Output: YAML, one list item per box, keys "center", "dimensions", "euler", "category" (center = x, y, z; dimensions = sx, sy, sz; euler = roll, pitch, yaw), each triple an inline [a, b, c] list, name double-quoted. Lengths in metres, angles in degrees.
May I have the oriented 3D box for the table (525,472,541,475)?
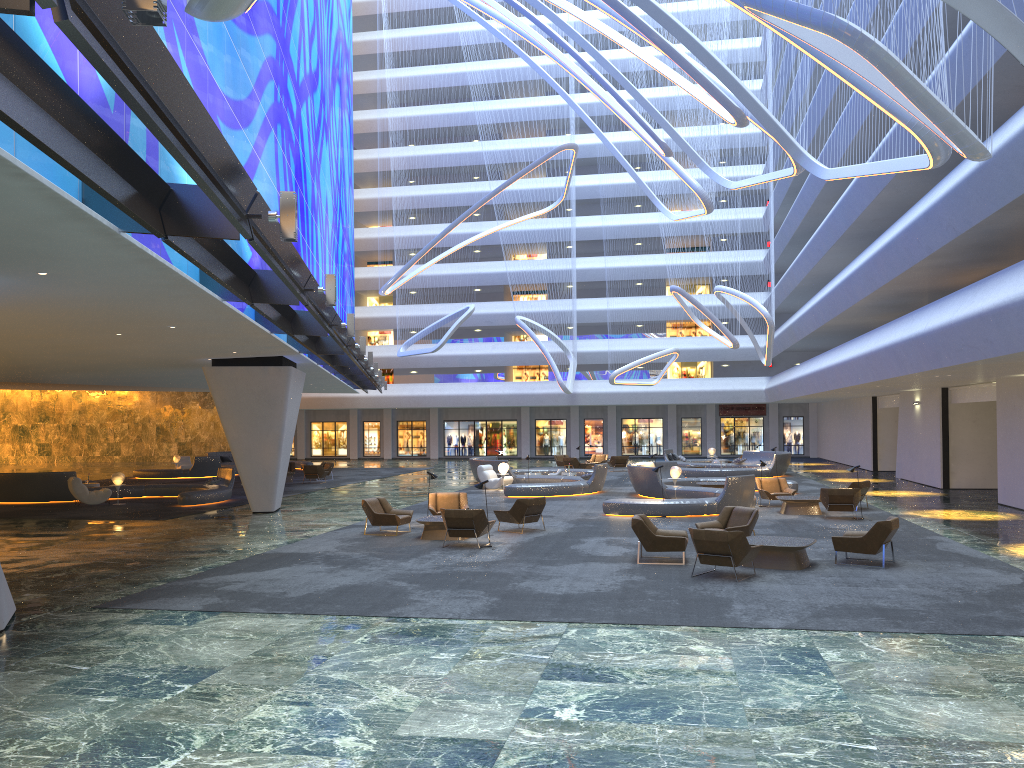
- center: [0.835, 3.733, 35.337]
  dimensions: [0.673, 0.406, 0.671]
  euler: [-2, -2, 30]
  category: "table"

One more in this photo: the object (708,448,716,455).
- center: [10.421, 3.515, 46.168]
  dimensions: [0.367, 0.387, 0.318]
  euler: [0, -1, -7]
  category: "object"

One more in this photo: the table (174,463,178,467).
- center: [-16.529, 4.166, 43.561]
  dimensions: [0.418, 0.595, 0.428]
  euler: [-1, -1, 10]
  category: "table"

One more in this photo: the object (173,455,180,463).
- center: [-16.488, 3.676, 43.588]
  dimensions: [0.367, 0.387, 0.318]
  euler: [-1, -1, 18]
  category: "object"

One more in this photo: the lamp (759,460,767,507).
- center: [6.907, 2.741, 24.452]
  dimensions: [0.202, 1.300, 0.384]
  euler: [-1, -1, 27]
  category: "lamp"

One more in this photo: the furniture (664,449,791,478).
- center: [9.775, 3.574, 40.967]
  dimensions: [5.185, 0.969, 9.935]
  euler: [-1, -3, 7]
  category: "furniture"

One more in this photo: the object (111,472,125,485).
- center: [-12.136, 2.913, 27.311]
  dimensions: [0.318, 0.387, 0.367]
  euler: [-1, -2, 18]
  category: "object"

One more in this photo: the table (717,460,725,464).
- center: [9.463, 3.742, 40.159]
  dimensions: [0.418, 0.595, 0.428]
  euler: [-1, -1, 7]
  category: "table"

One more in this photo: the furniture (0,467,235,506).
- center: [-13.576, 3.299, 29.145]
  dimensions: [9.929, 0.969, 5.188]
  euler: [-2, -3, 27]
  category: "furniture"

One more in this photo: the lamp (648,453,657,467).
- center: [4.839, 3.020, 30.284]
  dimensions: [0.384, 1.300, 0.202]
  euler: [-1, -1, 28]
  category: "lamp"

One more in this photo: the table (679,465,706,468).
- center: [8.034, 3.838, 39.421]
  dimensions: [1.203, 0.392, 1.204]
  euler: [-1, -2, 11]
  category: "table"

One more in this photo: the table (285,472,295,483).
- center: [-9.743, 3.928, 37.198]
  dimensions: [1.203, 0.392, 1.204]
  euler: [0, -3, -25]
  category: "table"

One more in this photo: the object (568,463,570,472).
- center: [2.281, 3.343, 35.465]
  dimensions: [0.066, 0.355, 0.076]
  euler: [0, -1, -22]
  category: "object"

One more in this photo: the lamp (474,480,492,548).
- center: [-0.554, 2.496, 17.106]
  dimensions: [0.384, 1.300, 0.202]
  euler: [-1, -1, 28]
  category: "lamp"

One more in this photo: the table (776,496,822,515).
- center: [7.394, 3.108, 22.712]
  dimensions: [1.203, 0.392, 1.204]
  euler: [-1, -2, 10]
  category: "table"

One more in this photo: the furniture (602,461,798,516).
- center: [5.255, 2.986, 26.514]
  dimensions: [5.187, 0.969, 9.932]
  euler: [-2, -3, 27]
  category: "furniture"

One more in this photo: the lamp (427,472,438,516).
- center: [-1.853, 2.653, 20.360]
  dimensions: [0.202, 1.300, 0.384]
  euler: [-1, -1, 27]
  category: "lamp"

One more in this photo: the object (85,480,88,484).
- center: [-15.055, 3.463, 31.350]
  dimensions: [0.071, 0.118, 0.151]
  euler: [0, -2, -44]
  category: "object"

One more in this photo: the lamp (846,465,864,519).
- center: [8.206, 2.584, 21.198]
  dimensions: [0.384, 1.300, 0.202]
  euler: [-1, -1, 28]
  category: "lamp"

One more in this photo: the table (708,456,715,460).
- center: [10.132, 3.944, 44.884]
  dimensions: [0.418, 0.595, 0.428]
  euler: [0, -2, -36]
  category: "table"

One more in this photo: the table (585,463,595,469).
- center: [3.323, 4.040, 42.870]
  dimensions: [1.203, 0.392, 1.204]
  euler: [2, -3, -44]
  category: "table"

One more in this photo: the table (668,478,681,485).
- center: [5.047, 3.231, 27.506]
  dimensions: [0.418, 0.595, 0.428]
  euler: [-1, -1, 10]
  category: "table"

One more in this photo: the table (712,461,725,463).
- center: [10.139, 3.994, 43.483]
  dimensions: [0.671, 0.406, 0.674]
  euler: [-1, -2, 7]
  category: "table"

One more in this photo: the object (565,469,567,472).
- center: [2.145, 3.460, 35.397]
  dimensions: [0.071, 0.118, 0.151]
  euler: [-1, -2, 21]
  category: "object"

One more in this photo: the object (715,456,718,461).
- center: [10.057, 3.667, 43.568]
  dimensions: [0.131, 0.252, 0.103]
  euler: [0, -1, -6]
  category: "object"

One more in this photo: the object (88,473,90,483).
- center: [-15.058, 3.351, 31.505]
  dimensions: [0.076, 0.355, 0.066]
  euler: [-1, -1, 3]
  category: "object"

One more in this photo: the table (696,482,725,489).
- center: [6.495, 3.364, 28.296]
  dimensions: [1.203, 0.392, 1.204]
  euler: [-1, -2, 11]
  category: "table"

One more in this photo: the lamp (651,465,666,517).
- center: [3.667, 2.672, 22.118]
  dimensions: [0.384, 1.300, 0.202]
  euler: [-1, -1, 28]
  category: "lamp"

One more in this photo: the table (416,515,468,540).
- center: [-1.366, 3.020, 18.620]
  dimensions: [1.203, 0.392, 1.204]
  euler: [-1, -2, 11]
  category: "table"

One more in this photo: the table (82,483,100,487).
- center: [-14.915, 3.730, 31.508]
  dimensions: [0.671, 0.406, 0.674]
  euler: [-1, -2, -2]
  category: "table"

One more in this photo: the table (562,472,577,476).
- center: [2.351, 3.717, 35.338]
  dimensions: [0.673, 0.406, 0.671]
  euler: [0, -2, -27]
  category: "table"

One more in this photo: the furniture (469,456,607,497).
- center: [0.790, 3.323, 33.119]
  dimensions: [5.185, 0.969, 9.935]
  euler: [-1, -3, 2]
  category: "furniture"

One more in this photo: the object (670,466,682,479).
- center: [5.088, 2.741, 27.533]
  dimensions: [0.367, 0.387, 0.318]
  euler: [-1, -1, 18]
  category: "object"

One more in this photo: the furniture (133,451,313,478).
- center: [-14.648, 4.010, 45.028]
  dimensions: [5.187, 0.969, 9.932]
  euler: [-2, -3, 27]
  category: "furniture"

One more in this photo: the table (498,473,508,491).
- center: [-0.316, 3.442, 30.999]
  dimensions: [0.418, 0.595, 0.428]
  euler: [0, -1, -15]
  category: "table"

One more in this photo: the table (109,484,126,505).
- center: [-12.109, 3.401, 27.260]
  dimensions: [0.427, 0.595, 0.418]
  euler: [-1, -1, 10]
  category: "table"

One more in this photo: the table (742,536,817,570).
- center: [4.364, 2.784, 14.622]
  dimensions: [1.203, 0.392, 1.203]
  euler: [-2, -3, 29]
  category: "table"

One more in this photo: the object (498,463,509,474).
- center: [-0.288, 2.952, 31.043]
  dimensions: [0.367, 0.387, 0.318]
  euler: [0, -1, -7]
  category: "object"
